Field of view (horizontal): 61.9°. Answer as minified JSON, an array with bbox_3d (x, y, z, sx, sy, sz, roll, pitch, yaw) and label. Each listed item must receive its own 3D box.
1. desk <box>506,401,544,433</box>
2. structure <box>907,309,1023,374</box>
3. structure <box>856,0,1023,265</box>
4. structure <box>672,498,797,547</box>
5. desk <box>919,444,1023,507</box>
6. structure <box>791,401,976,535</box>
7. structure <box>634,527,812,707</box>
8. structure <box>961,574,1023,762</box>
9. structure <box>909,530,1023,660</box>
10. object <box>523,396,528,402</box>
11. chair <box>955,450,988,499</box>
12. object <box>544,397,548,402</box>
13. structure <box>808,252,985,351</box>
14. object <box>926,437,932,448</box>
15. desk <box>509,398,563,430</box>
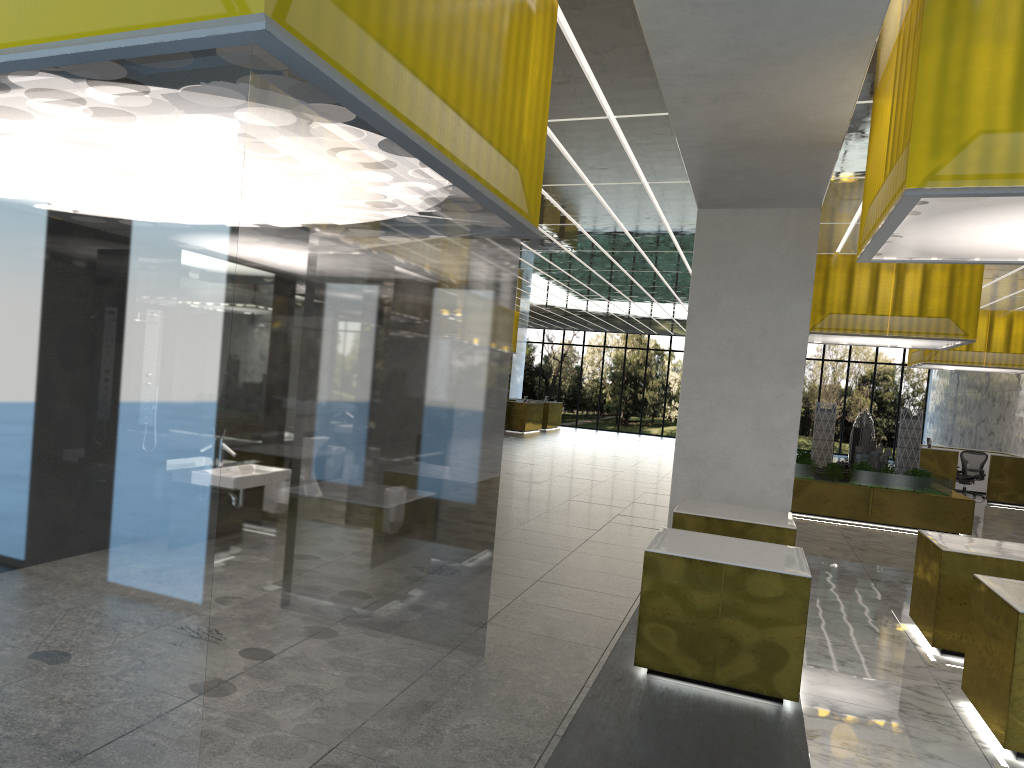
[{"bbox_3d":[-0.341,1.597,44.660,3.322,1.510,3.381,5,1,20],"label":"desk"},{"bbox_3d":[15.009,-1.603,27.621,3.362,2.272,3.025,5,1,21],"label":"structure"},{"bbox_3d":[4.911,-2.347,6.961,3.361,2.272,3.147,5,1,21],"label":"structure"},{"bbox_3d":[2.716,2.169,10.621,1.410,1.175,1.401,5,1,21],"label":"structure"},{"bbox_3d":[14.650,2.898,27.764,3.322,1.510,3.381,5,1,20],"label":"desk"},{"bbox_3d":[8.647,1.801,21.128,3.993,2.574,5.001,5,1,20],"label":"structure"},{"bbox_3d":[1.959,2.118,7.984,1.410,1.175,1.401,5,1,21],"label":"structure"},{"bbox_3d":[4.560,2.336,6.756,1.410,1.175,1.401,5,1,21],"label":"structure"},{"bbox_3d":[5.319,2.388,9.399,1.410,1.175,1.401,5,1,21],"label":"structure"},{"bbox_3d":[0.554,0.950,44.219,0.568,0.668,0.728,5,1,20],"label":"object"},{"bbox_3d":[14.733,2.900,27.572,1.193,1.495,0.967,6,2,45],"label":"chair"},{"bbox_3d":[1.846,1.038,48.724,0.568,0.668,0.729,5,1,19],"label":"object"},{"bbox_3d":[8.597,-2.097,19.809,3.362,2.272,3.148,5,1,21],"label":"structure"},{"bbox_3d":[13.881,2.111,28.149,0.568,0.668,0.728,5,1,20],"label":"object"},{"bbox_3d":[0.940,1.683,49.126,3.322,1.510,3.381,5,1,20],"label":"desk"}]
